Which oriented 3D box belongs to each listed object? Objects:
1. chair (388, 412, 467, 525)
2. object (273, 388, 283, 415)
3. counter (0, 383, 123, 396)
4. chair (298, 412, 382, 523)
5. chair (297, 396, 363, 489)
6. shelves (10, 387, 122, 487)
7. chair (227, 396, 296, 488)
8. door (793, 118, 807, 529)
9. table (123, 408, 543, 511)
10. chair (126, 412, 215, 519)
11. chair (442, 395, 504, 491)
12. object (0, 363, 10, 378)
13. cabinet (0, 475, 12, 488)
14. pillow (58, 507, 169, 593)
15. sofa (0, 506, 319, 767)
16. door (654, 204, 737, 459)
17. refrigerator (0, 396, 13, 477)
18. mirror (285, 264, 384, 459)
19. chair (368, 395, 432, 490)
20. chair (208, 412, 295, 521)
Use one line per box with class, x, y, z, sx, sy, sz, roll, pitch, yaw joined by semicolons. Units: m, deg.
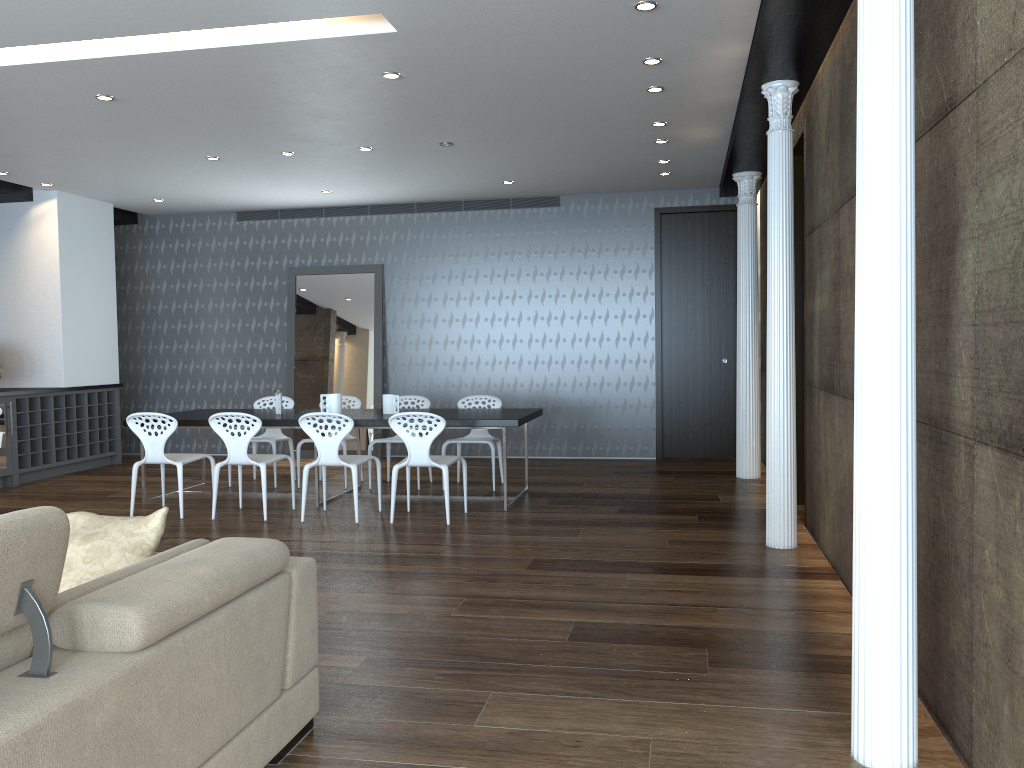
chair;-0.647;0.605;6.688;0.495;0.835;0.581;0;2;11
object;-2.061;0.149;7.787;0.076;0.233;0.161;-1;2;-7
counter;-5.360;0.099;8.584;1.000;0.040;3.700;0;2;11
chair;-1.334;0.611;6.802;0.495;0.835;0.581;0;2;11
chair;-1.722;0.544;8.524;0.495;0.835;0.581;0;2;11
shelves;-5.163;0.523;9.585;0.900;0.897;1.700;0;2;11
chair;-2.411;0.550;8.658;0.495;0.835;0.581;0;2;11
door;2.357;-0.423;6.521;0.510;2.814;1.000;0;2;11
table;-1.499;0.625;7.766;3.400;0.733;1.200;0;2;11
chair;-2.743;0.621;7.089;0.495;0.835;0.581;0;2;11
chair;-0.343;0.534;8.256;0.495;0.835;0.581;0;2;11
object;-5.256;-0.198;8.612;0.570;0.552;0.544;0;3;17
cabinet;-5.386;0.575;8.436;0.900;0.897;0.642;0;2;11
pillow;-1.433;0.615;2.916;0.518;0.393;0.395;0;3;14
sofa;-1.404;0.766;1.883;1.021;0.950;2.581;0;2;11
door;2.114;-0.564;9.950;1.000;2.814;0.246;0;2;11
refrigerator;-4.957;0.511;8.379;0.075;0.774;0.578;0;3;15
mirror;-2.114;-0.264;10.551;1.200;2.294;0.240;0;2;11
chair;-1.032;0.539;8.390;0.495;0.835;0.581;0;2;11
chair;-2.056;0.616;6.951;0.495;0.835;0.581;0;2;11
